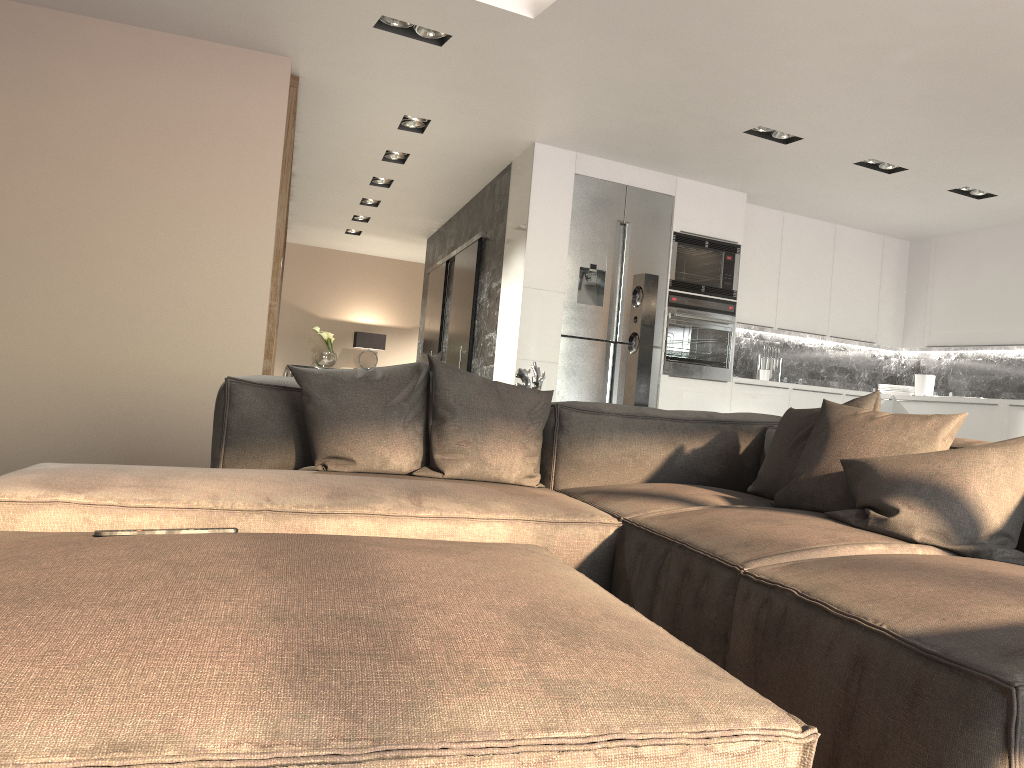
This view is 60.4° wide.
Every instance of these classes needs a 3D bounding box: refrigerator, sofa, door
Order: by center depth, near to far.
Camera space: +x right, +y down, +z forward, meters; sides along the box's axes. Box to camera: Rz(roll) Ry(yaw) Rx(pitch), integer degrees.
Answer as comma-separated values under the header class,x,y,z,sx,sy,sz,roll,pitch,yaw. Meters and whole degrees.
class,x,y,z,sx,sy,sz,roll,pitch,yaw
sofa,0.121,0.378,2.146,2.823,0.704,2.405,5,-1,-17
refrigerator,0.645,-0.330,6.810,0.913,2.344,0.557,6,-2,-27
door,-0.681,-0.272,8.723,0.133,2.057,2.755,6,-1,-15

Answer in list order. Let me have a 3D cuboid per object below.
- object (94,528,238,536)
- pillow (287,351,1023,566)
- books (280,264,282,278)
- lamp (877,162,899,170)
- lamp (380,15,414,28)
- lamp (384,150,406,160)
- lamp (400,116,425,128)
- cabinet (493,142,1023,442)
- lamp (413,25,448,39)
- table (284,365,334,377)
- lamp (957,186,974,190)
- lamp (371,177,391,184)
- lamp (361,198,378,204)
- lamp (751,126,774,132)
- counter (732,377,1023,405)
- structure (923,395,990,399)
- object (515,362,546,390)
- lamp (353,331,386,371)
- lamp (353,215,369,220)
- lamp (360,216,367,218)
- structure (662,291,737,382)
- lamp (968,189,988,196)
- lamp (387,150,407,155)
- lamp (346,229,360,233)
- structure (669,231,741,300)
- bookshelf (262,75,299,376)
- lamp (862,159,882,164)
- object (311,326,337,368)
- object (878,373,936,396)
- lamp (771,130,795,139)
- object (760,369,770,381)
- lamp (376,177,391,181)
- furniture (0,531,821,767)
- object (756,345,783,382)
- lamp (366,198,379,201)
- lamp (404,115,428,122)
class,x,y,z,sx,sy,sz,roll,pitch,yaw
object,-0.557,0.239,1.426,0.217,0.015,0.049,5,-1,-28
pillow,0.474,0.163,2.753,2.018,0.431,1.098,4,-1,25
books,-2.137,-1.006,7.751,0.200,0.246,0.027,5,-2,-19
lamp,2.654,-1.550,6.168,0.186,0.077,0.167,6,-1,-43
lamp,-0.582,-1.847,4.438,0.183,0.077,0.170,5,-1,-21
lamp,-0.942,-1.839,7.048,0.171,0.077,0.182,4,-1,20
lamp,-0.695,-1.831,6.144,0.171,0.077,0.182,4,-1,20
cabinet,3.232,-0.221,4.806,4.649,2.502,6.610,5,-1,-26
lamp,-0.417,-1.832,4.527,0.169,0.077,0.185,4,-1,29
table,-2.322,0.236,11.903,1.495,0.866,0.426,5,-2,-28
lamp,3.377,-1.483,6.555,0.167,0.077,0.186,4,-1,40
lamp,-1.186,-1.846,7.950,0.182,0.077,0.171,5,-1,-17
lamp,-1.434,-1.854,8.859,0.182,0.077,0.171,5,-1,-17
lamp,1.597,-1.647,5.601,0.185,0.077,0.169,5,-1,-26
counter,3.441,0.093,6.484,2.814,0.041,3.849,5,-1,-26
structure,4.019,0.133,7.698,0.592,0.011,0.596,5,-1,-26
object,0.085,0.046,3.814,0.271,0.288,0.298,4,-2,34
lamp,-1.963,-0.432,12.050,0.417,0.528,0.273,6,-2,-27
lamp,-1.680,-1.861,9.762,0.182,0.077,0.171,5,-1,-17
lamp,-1.634,-1.860,9.595,0.184,0.077,0.169,5,-1,-24
structure,1.385,-0.374,7.184,0.695,0.651,0.620,6,-2,-27
lamp,3.543,-1.468,6.644,0.168,0.077,0.186,4,-1,35
lamp,-0.896,-1.838,6.881,0.171,0.077,0.182,4,-1,19
lamp,-1.928,-1.869,10.659,0.182,0.077,0.171,5,-1,-17
structure,1.416,-0.938,7.243,0.690,0.450,0.585,5,-1,-27
bookshelf,-2.342,-0.636,8.235,0.300,2.491,6.339,6,-1,-15
lamp,2.488,-1.565,6.079,0.185,0.077,0.169,5,-1,-26
object,-2.500,-0.490,11.801,0.280,0.546,0.339,4,-2,39
object,3.749,0.009,8.410,0.367,0.234,0.533,5,-1,-16
lamp,1.763,-1.632,5.691,0.186,0.077,0.167,6,-1,-43
object,2.201,-0.073,7.664,0.089,0.117,0.095,4,-2,23
lamp,-1.141,-1.845,7.783,0.184,0.077,0.169,5,-1,-24
furniture,-0.331,0.456,1.201,1.129,0.440,1.062,5,-1,-17
object,2.284,-0.174,7.797,0.303,0.336,0.058,6,-2,-24
lamp,-1.388,-1.852,8.692,0.184,0.077,0.169,5,-1,-24
lamp,-0.649,-1.830,5.977,0.171,0.077,0.182,4,-1,19
